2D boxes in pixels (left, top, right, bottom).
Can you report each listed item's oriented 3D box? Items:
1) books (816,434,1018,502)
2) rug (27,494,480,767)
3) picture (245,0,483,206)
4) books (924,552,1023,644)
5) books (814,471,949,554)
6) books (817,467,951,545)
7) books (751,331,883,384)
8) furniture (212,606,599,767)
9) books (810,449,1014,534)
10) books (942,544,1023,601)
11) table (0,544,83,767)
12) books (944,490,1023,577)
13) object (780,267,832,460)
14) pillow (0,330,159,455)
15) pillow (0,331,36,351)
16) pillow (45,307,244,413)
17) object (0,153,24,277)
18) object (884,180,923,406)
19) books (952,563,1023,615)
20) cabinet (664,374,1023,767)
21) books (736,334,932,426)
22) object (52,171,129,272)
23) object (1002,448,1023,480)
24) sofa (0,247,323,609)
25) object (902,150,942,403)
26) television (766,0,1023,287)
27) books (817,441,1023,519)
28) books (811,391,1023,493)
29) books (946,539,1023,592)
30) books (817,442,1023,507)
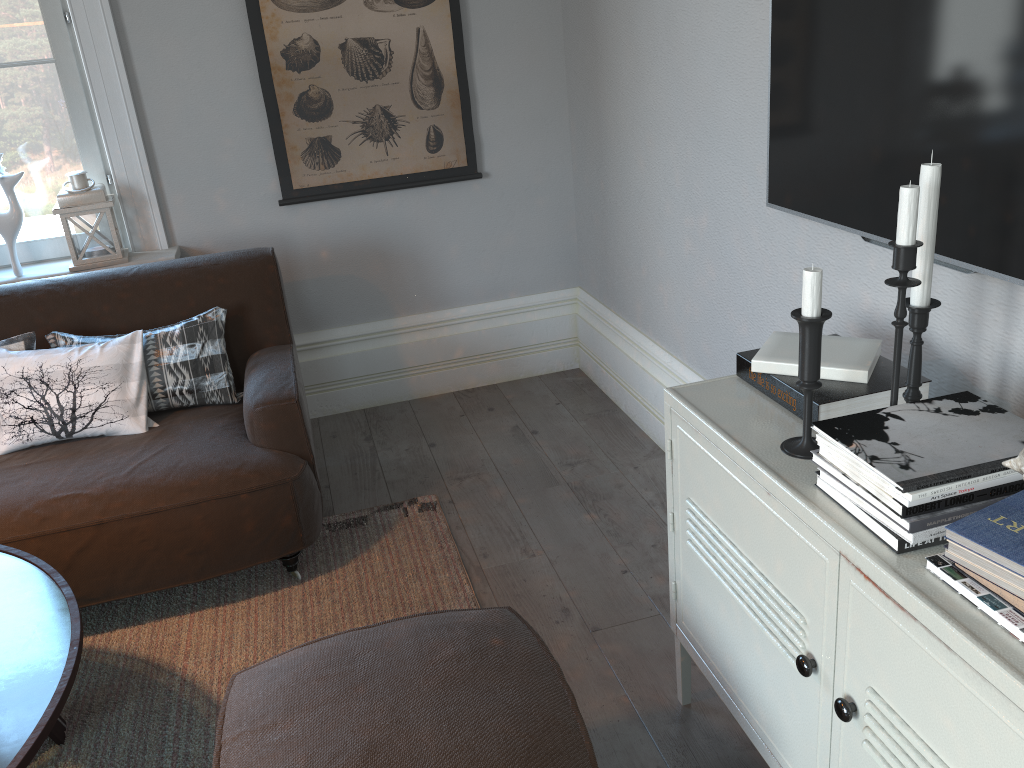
[{"bbox_3d":[0.589,0.085,1.221,0.260,0.010,0.196,-12,23,-14],"label":"books"},{"bbox_3d":[-1.314,0.990,1.589,2.819,0.090,2.405,-11,23,-12],"label":"rug"},{"bbox_3d":[-0.559,-1.348,3.186,0.793,1.310,0.057,-11,22,-12],"label":"picture"},{"bbox_3d":[0.660,0.235,1.049,0.244,0.014,0.196,-11,23,-12],"label":"books"},{"bbox_3d":[0.604,0.152,1.254,0.271,0.022,0.201,-10,23,-10],"label":"books"},{"bbox_3d":[0.596,0.138,1.239,0.254,0.016,0.201,-12,23,-14],"label":"books"},{"bbox_3d":[0.561,-0.052,1.628,0.199,0.024,0.161,7,26,29],"label":"books"},{"bbox_3d":[-0.169,0.717,1.499,0.583,0.439,0.575,-11,23,-12],"label":"furniture"},{"bbox_3d":[0.601,0.119,1.243,0.271,0.016,0.222,-11,23,-12],"label":"books"},{"bbox_3d":[0.661,0.199,1.027,0.235,0.014,0.185,-15,24,-22],"label":"books"},{"bbox_3d":[-1.350,0.828,1.478,1.300,0.502,1.302,-14,23,-19],"label":"table"},{"bbox_3d":[0.654,0.172,1.014,0.235,0.014,0.185,-16,24,-24],"label":"books"},{"bbox_3d":[0.463,-0.037,1.379,0.083,0.310,0.083,-21,26,-33],"label":"object"},{"bbox_3d":[-1.281,0.016,2.550,0.471,0.308,0.188,-11,22,-12],"label":"pillow"},{"bbox_3d":[-1.581,0.053,2.559,0.472,0.347,0.159,-12,23,-15],"label":"pillow"},{"bbox_3d":[-1.117,-0.047,2.698,0.542,0.288,0.183,-10,22,-11],"label":"pillow"},{"bbox_3d":[-1.736,-0.559,2.998,0.239,0.409,0.129,-12,23,-16],"label":"object"},{"bbox_3d":[0.568,-0.082,1.301,0.092,0.430,0.092,10,27,33],"label":"object"},{"bbox_3d":[0.675,0.215,1.038,0.238,0.027,0.175,-12,23,-15],"label":"books"},{"bbox_3d":[0.649,0.520,1.371,0.408,0.755,1.154,-11,23,-12],"label":"cabinet"},{"bbox_3d":[0.576,-0.011,1.619,0.218,0.049,0.277,-11,23,-12],"label":"books"},{"bbox_3d":[-1.491,-0.587,3.124,0.193,0.321,0.193,-13,23,-18],"label":"object"},{"bbox_3d":[0.651,0.104,0.996,0.194,0.127,0.192,-14,23,-18],"label":"object"},{"bbox_3d":[-1.683,0.245,2.526,2.165,0.823,0.970,-11,23,-12],"label":"sofa"},{"bbox_3d":[0.631,-0.130,1.371,0.066,0.456,0.066,14,29,40],"label":"object"},{"bbox_3d":[0.742,-0.544,1.550,0.041,0.656,1.065,-11,23,-12],"label":"television"},{"bbox_3d":[0.591,0.106,1.231,0.251,0.019,0.200,-10,23,-10],"label":"books"},{"bbox_3d":[0.589,0.074,1.224,0.263,0.008,0.212,-10,23,-11],"label":"books"},{"bbox_3d":[0.657,0.188,1.015,0.235,0.017,0.185,-16,24,-24],"label":"books"},{"bbox_3d":[0.595,0.093,1.224,0.265,0.010,0.196,-11,23,-12],"label":"books"}]
